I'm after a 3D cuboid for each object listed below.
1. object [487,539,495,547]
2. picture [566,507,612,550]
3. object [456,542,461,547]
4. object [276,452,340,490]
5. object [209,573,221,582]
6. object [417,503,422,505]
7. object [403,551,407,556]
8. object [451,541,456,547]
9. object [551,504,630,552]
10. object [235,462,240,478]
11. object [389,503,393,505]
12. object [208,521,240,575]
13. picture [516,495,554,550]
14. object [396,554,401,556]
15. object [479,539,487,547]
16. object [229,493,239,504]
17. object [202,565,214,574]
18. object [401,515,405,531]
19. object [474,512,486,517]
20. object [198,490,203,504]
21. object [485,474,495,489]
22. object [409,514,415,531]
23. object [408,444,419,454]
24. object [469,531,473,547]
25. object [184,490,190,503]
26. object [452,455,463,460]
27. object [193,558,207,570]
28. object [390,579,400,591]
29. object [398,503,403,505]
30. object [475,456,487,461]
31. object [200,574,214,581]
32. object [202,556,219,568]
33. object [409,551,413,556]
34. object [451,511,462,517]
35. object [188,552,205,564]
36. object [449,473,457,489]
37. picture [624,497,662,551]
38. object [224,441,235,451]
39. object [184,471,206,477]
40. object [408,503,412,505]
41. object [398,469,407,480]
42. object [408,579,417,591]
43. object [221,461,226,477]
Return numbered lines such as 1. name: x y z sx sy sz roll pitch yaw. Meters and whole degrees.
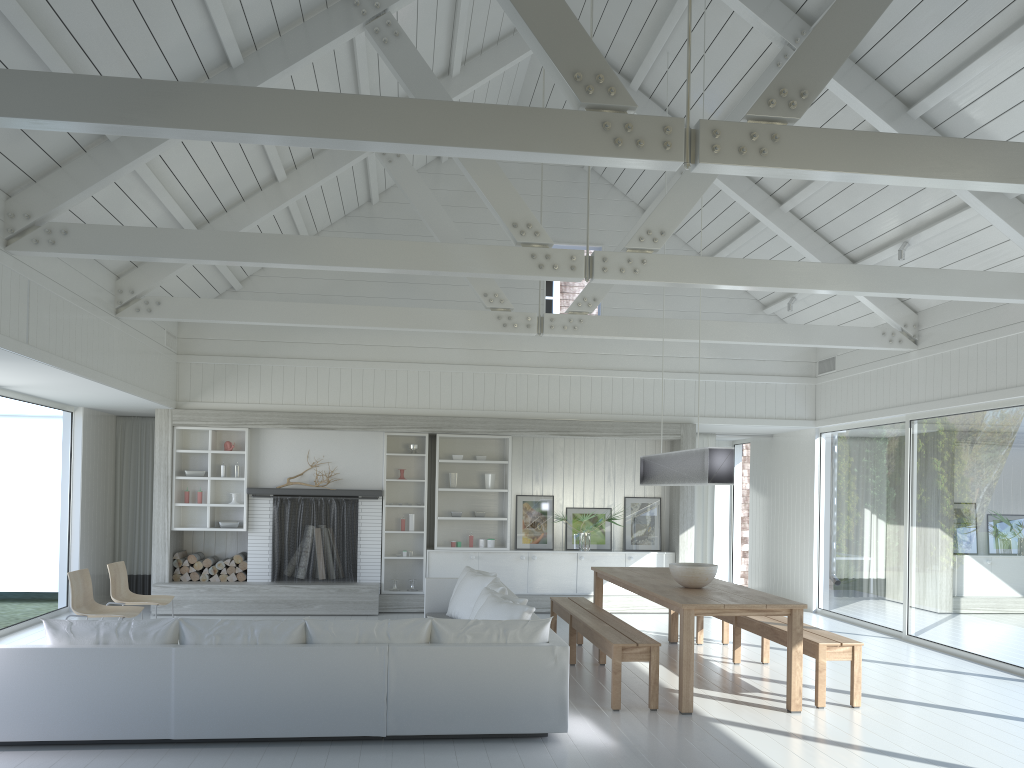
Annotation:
1. object: -0.266 2.015 11.178 0.085 0.111 0.085 -1 -3 28
2. picture: 1.001 1.887 11.474 0.609 0.552 0.053 2 -1 -7
3. object: -0.676 2.030 11.168 0.058 0.061 0.057 3 -4 -29
4. object: -2.400 1.040 10.711 0.785 0.501 0.458 5 -5 -37
5. object: -3.620 2.393 10.903 0.134 0.146 0.550 1 -7 -7
6. object: -1.176 1.528 11.193 0.054 0.025 0.054 2 -6 -7
7. object: -1.346 2.128 11.076 0.054 0.071 0.054 1 -3 -8
8. object: -0.741 2.020 11.133 0.054 0.071 0.054 3 -3 -28
9. object: 0.995 1.811 11.174 0.971 0.628 0.624 2 -4 -9
10. object: -3.345 1.045 10.735 0.054 0.196 0.054 1 -1 -6
11. object: -1.509 1.497 10.987 0.054 0.025 0.054 2 -6 -7
12. object: -3.564 2.013 10.861 0.341 0.642 0.614 2 -4 -22
13. picture: 0.296 1.787 11.377 0.495 0.702 0.065 1 -1 -7
14. object: -1.424 2.149 11.066 0.054 0.025 0.054 2 -6 -7
15. object: -0.369 2.028 11.234 0.091 0.095 0.090 -1 -4 27
16. object: -3.379 1.395 10.725 0.137 0.130 0.137 2 -4 -19
17. object: -3.729 2.281 10.861 0.080 0.079 0.480 2 -7 -8
18. object: -1.368 1.744 11.075 0.054 0.196 0.054 1 -1 -8
19. object: -0.413 1.675 11.330 0.141 0.066 0.142 2 -6 -7
20. object: -3.780 1.349 10.679 0.054 0.196 0.054 1 -1 -6
21. object: -0.279 1.239 11.207 0.102 0.196 0.103 -1 -3 38
22. object: -1.261 1.740 11.086 0.072 0.211 0.071 1 -1 -7
23. object: -1.234 0.822 11.070 0.161 0.124 0.162 -1 -5 25
24. object: -0.517 1.967 11.178 0.054 0.196 0.054 1 -1 -8
25. object: -3.930 1.344 10.660 0.054 0.196 0.054 1 -1 -6
26. object: -0.689 0.935 11.160 0.141 0.066 0.142 2 -6 -7
27. object: -3.818 2.221 10.863 0.109 0.109 0.496 2 -7 -8
28. object: -1.469 2.519 11.052 0.137 0.130 0.137 -2 -5 35
29. object: -1.398 1.507 11.056 0.054 0.025 0.054 2 -6 -7
30. object: -0.400 0.962 11.338 0.141 0.066 0.142 2 -6 -7
31. object: -3.745 2.354 10.879 0.105 0.114 0.519 2 -7 -8
32. object: -3.715 2.189 10.876 0.109 0.109 0.496 2 -7 -8
33. object: -1.273 2.135 11.083 0.058 0.061 0.057 2 -4 -7
34. object: -0.703 1.648 11.151 0.141 0.066 0.142 2 -6 -7
35. object: -3.886 2.140 10.856 0.110 0.110 0.496 2 -7 -8
36. object: -0.745 1.223 11.150 0.102 0.196 0.103 1 -2 -7
37. picture: 1.716 1.835 11.552 0.495 0.702 0.065 1 -1 -7
38. object: -3.442 0.756 10.716 0.231 0.126 0.059 -3 -4 38
39. object: -3.846 1.091 10.689 0.242 0.072 0.243 4 -7 -22
40. object: -1.287 1.517 11.124 0.054 0.025 0.054 2 -6 -7
41. object: -1.382 1.138 11.076 0.137 0.130 0.137 -2 -5 35
42. object: -1.252 2.527 11.079 0.137 0.130 0.137 -2 -5 35
43. object: -3.510 1.039 10.715 0.054 0.196 0.054 1 -1 -6
